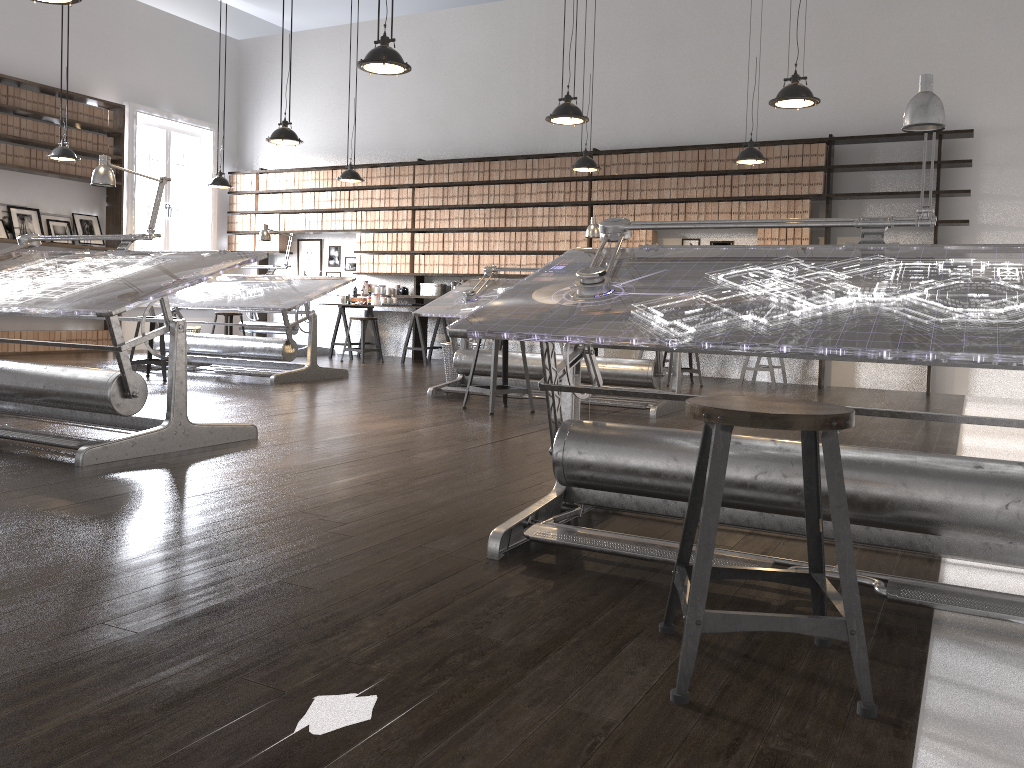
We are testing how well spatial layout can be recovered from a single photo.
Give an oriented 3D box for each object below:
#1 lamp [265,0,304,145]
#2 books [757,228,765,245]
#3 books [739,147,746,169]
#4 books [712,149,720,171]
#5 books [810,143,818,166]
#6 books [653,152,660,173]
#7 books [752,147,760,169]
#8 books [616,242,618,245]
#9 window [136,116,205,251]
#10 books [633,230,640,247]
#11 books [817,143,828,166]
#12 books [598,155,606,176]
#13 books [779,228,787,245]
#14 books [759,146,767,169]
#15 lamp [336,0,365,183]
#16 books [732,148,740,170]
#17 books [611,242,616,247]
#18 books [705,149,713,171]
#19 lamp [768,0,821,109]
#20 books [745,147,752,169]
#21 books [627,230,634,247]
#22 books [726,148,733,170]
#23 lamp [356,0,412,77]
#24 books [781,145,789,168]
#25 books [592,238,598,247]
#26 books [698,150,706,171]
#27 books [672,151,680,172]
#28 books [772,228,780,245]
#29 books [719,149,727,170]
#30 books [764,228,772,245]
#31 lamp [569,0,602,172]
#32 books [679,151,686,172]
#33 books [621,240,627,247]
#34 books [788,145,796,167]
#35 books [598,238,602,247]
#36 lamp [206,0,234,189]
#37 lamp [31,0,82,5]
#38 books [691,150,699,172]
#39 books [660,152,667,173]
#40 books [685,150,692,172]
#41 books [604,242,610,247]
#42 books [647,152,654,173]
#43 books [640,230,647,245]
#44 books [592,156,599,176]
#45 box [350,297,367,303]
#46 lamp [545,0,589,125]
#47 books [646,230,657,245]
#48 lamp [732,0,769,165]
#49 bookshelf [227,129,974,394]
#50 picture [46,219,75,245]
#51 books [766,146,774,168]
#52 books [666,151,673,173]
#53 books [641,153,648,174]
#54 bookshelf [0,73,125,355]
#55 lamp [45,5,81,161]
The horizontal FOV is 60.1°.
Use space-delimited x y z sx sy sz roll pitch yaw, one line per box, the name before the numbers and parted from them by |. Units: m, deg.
lamp | -1.881 -3.159 7.425 0.313 2.248 0.311 0 3 -42
books | 2.552 -1.464 9.020 0.067 0.225 0.175 3 3 28
books | 2.386 -2.299 9.091 0.067 0.225 0.175 3 3 28
books | 2.140 -2.318 9.216 0.067 0.225 0.174 3 3 27
books | 3.005 -2.252 8.770 0.067 0.225 0.174 3 3 27
books | 1.581 -2.362 9.512 0.067 0.225 0.175 3 3 27
books | 2.504 -2.290 9.025 0.067 0.225 0.175 3 3 27
books | 1.201 -1.568 9.725 0.067 0.225 0.175 3 3 27
window | -4.518 -2.244 11.571 0.153 2.305 1.246 3 3 27
books | 1.383 -1.554 9.631 0.067 0.225 0.174 3 3 27
books | 3.065 -2.247 8.735 0.067 0.225 0.174 3 3 28
books | 1.023 -2.404 9.799 0.067 0.225 0.175 3 3 27
books | 2.741 -1.449 8.922 0.067 0.225 0.175 3 3 27
books | 2.568 -2.285 8.996 0.067 0.225 0.175 3 3 28
lamp | -1.735 -3.349 9.670 0.311 2.248 0.313 2 2 7
books | 2.325 -2.304 9.118 0.067 0.225 0.175 3 3 27
books | 1.144 -1.572 9.752 0.067 0.225 0.175 3 3 27
books | 2.079 -2.323 9.253 0.067 0.225 0.175 3 3 27
lamp | 1.802 -2.876 5.501 0.311 2.248 0.313 2 2 7
books | 2.441 -2.295 9.060 0.067 0.225 0.175 3 3 28
books | 1.320 -1.559 9.664 0.067 0.225 0.175 3 3 27
books | 2.268 -2.309 9.154 0.067 0.225 0.175 3 3 28
lamp | -0.690 -2.903 4.982 0.312 2.261 0.311 0 3 -38
books | 2.753 -2.271 8.893 0.067 0.225 0.175 3 3 27
books | 0.958 -1.587 9.854 0.067 0.225 0.174 3 3 27
books | 2.010 -2.328 9.283 0.067 0.225 0.175 3 3 28
books | 1.766 -2.347 9.409 0.067 0.225 0.175 3 3 28
books | 2.676 -1.454 8.951 0.067 0.225 0.174 3 3 27
books | 2.205 -2.314 9.187 0.067 0.225 0.174 3 3 28
books | 2.615 -1.459 8.987 0.067 0.225 0.174 3 3 28
lamp | 0.731 -3.159 8.382 0.312 2.248 0.311 0 3 -38
books | 1.830 -2.342 9.376 0.067 0.225 0.175 3 3 27
books | 1.257 -1.563 9.690 0.067 0.225 0.175 3 3 28
books | 2.817 -2.266 8.860 0.067 0.225 0.175 3 3 28
books | 1.019 -1.582 9.820 0.067 0.225 0.175 3 3 27
lamp | -3.462 -3.482 10.567 0.311 2.248 0.313 2 2 7
lamp | -2.049 -2.860 3.906 0.311 2.248 0.313 2 2 7
books | 1.947 -2.333 9.322 0.067 0.225 0.175 3 3 27
books | 1.644 -2.357 9.481 0.067 0.225 0.174 3 3 27
books | 1.888 -2.338 9.350 0.067 0.225 0.175 3 3 28
books | 1.079 -1.577 9.784 0.067 0.225 0.175 3 3 28
books | 1.517 -2.366 9.541 0.067 0.225 0.175 3 3 28
books | 1.444 -1.549 9.595 0.067 0.225 0.174 3 3 28
books | 0.960 -2.409 9.838 0.067 0.225 0.175 3 3 28
box | -1.901 -1.036 11.050 0.212 0.083 0.138 4 5 27
lamp | 0.425 -2.982 6.220 0.312 2.248 0.311 0 3 -38
books | 1.509 -1.544 9.566 0.067 0.225 0.175 3 3 28
lamp | 2.107 -3.053 7.663 0.312 2.248 0.311 0 3 -38
bookshelf | 0.163 -1.084 10.372 9.188 3.201 0.374 4 3 28
picture | -5.260 -1.766 10.323 0.127 0.290 0.290 3 4 27
books | 2.631 -2.281 8.966 0.067 0.225 0.174 3 3 28
books | 1.704 -2.352 9.446 0.067 0.225 0.174 3 3 28
books | 1.454 -2.371 9.576 0.067 0.225 0.175 3 3 27
bookshelf | -5.528 -1.478 9.858 0.413 3.716 2.476 3 3 27
lamp | -4.417 -3.355 8.750 0.311 2.248 0.313 2 2 7
